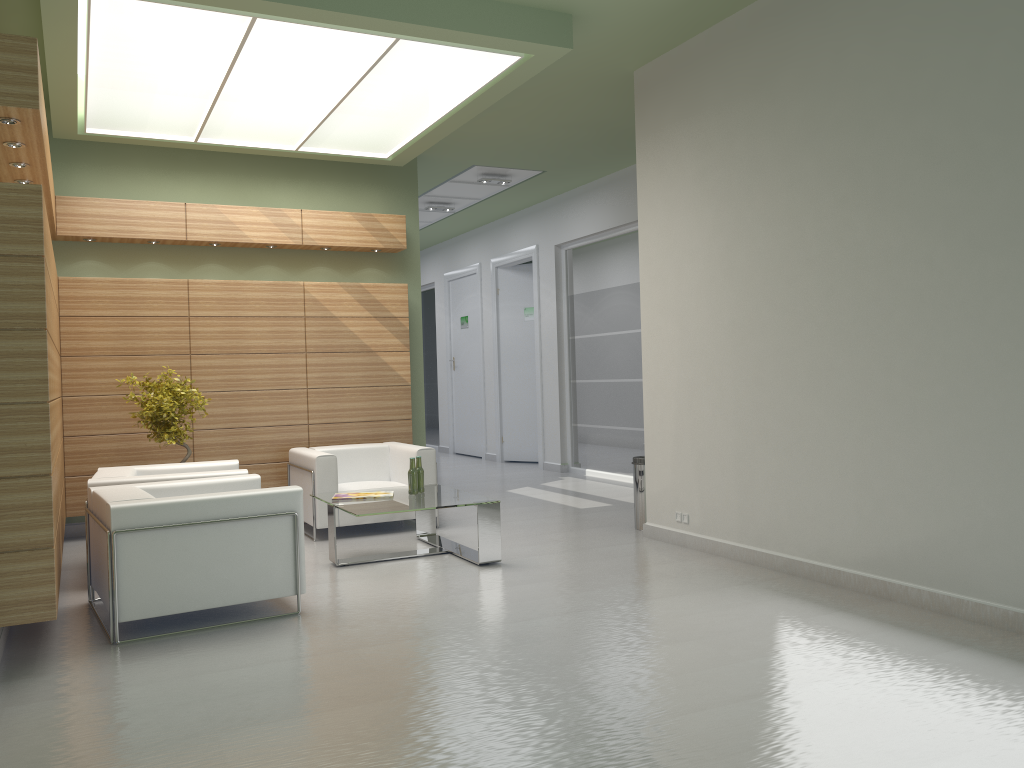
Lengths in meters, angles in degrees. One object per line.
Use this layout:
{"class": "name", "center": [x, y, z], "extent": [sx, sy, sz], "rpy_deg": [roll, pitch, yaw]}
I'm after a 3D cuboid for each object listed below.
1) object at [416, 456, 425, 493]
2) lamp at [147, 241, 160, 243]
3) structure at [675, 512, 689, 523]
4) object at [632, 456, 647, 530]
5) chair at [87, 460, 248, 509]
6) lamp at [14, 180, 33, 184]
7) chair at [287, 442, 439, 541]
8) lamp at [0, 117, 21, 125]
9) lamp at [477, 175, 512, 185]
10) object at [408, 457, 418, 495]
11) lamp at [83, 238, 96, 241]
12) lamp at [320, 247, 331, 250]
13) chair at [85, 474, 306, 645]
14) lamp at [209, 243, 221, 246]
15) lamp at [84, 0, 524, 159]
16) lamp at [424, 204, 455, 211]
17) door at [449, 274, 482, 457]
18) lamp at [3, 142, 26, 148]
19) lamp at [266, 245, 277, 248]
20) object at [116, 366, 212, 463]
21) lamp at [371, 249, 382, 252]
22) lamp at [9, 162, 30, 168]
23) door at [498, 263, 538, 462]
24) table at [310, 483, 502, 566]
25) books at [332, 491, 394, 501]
{"class": "object", "center": [-1.216, 1.185, 11.610], "extent": [0.131, 0.475, 0.131], "rpy_deg": [-1, 1, 29]}
{"class": "lamp", "center": [-5.575, -2.232, 13.793], "extent": [0.181, 0.074, 0.181], "rpy_deg": [-2, 1, -32]}
{"class": "structure", "center": [2.184, 1.714, 11.395], "extent": [0.017, 0.118, 0.262], "rpy_deg": [-2, 0, -26]}
{"class": "object", "center": [1.978, 1.566, 12.782], "extent": [0.482, 1.027, 0.483], "rpy_deg": [-1, 1, 35]}
{"class": "chair", "center": [-4.241, 1.670, 11.097], "extent": [1.769, 1.234, 1.894], "rpy_deg": [-2, 0, -21]}
{"class": "lamp", "center": [-5.278, -2.209, 9.585], "extent": [0.181, 0.074, 0.181], "rpy_deg": [-1, 1, 36]}
{"class": "chair", "center": [-2.314, 1.593, 13.648], "extent": [1.894, 1.234, 1.802], "rpy_deg": [-2, 0, -26]}
{"class": "lamp", "center": [-4.216, -2.224, 7.420], "extent": [0.181, 0.074, 0.181], "rpy_deg": [-1, 1, 36]}
{"class": "lamp", "center": [-0.362, -4.202, 18.171], "extent": [0.657, 0.159, 0.286], "rpy_deg": [-2, 0, -26]}
{"class": "object", "center": [-1.279, 1.188, 11.444], "extent": [0.131, 0.475, 0.131], "rpy_deg": [-1, 1, 29]}
{"class": "lamp", "center": [-6.381, -2.205, 13.397], "extent": [0.181, 0.074, 0.181], "rpy_deg": [-2, 1, -32]}
{"class": "lamp", "center": [-3.149, -2.314, 14.984], "extent": [0.181, 0.074, 0.181], "rpy_deg": [-2, 0, 24]}
{"class": "chair", "center": [-3.231, 1.656, 9.002], "extent": [1.802, 1.234, 1.894], "rpy_deg": [-2, 1, -31]}
{"class": "lamp", "center": [-4.759, -2.260, 14.194], "extent": [0.181, 0.074, 0.181], "rpy_deg": [-2, 0, 24]}
{"class": "lamp", "center": [-3.028, -3.879, 11.569], "extent": [4.571, 0.325, 5.060], "rpy_deg": [-2, 0, -26]}
{"class": "lamp", "center": [-1.706, -4.183, 20.911], "extent": [0.657, 0.159, 0.286], "rpy_deg": [-2, 0, -26]}
{"class": "door", "center": [-1.346, -0.510, 25.361], "extent": [0.250, 5.083, 2.089], "rpy_deg": [-2, 0, -26]}
{"class": "lamp", "center": [-4.567, -2.219, 8.135], "extent": [0.181, 0.074, 0.181], "rpy_deg": [-2, 1, -43]}
{"class": "lamp", "center": [-3.959, -2.287, 14.586], "extent": [0.181, 0.074, 0.181], "rpy_deg": [-2, 1, -32]}
{"class": "object", "center": [-4.943, 1.005, 12.577], "extent": [1.116, 2.565, 1.201], "rpy_deg": [-1, 1, 32]}
{"class": "lamp", "center": [-2.354, -2.341, 15.374], "extent": [0.181, 0.074, 0.181], "rpy_deg": [-2, 1, -32]}
{"class": "lamp", "center": [-4.925, -2.214, 8.865], "extent": [0.181, 0.074, 0.181], "rpy_deg": [-2, 1, -43]}
{"class": "door", "center": [0.591, -0.548, 22.741], "extent": [2.089, 5.083, 0.134], "rpy_deg": [-1, 1, 34]}
{"class": "table", "center": [-1.409, 1.804, 11.231], "extent": [1.783, 0.742, 2.197], "rpy_deg": [-2, 0, -26]}
{"class": "books", "center": [-1.905, 1.432, 11.382], "extent": [0.762, 0.025, 0.508], "rpy_deg": [-2, 0, -6]}
